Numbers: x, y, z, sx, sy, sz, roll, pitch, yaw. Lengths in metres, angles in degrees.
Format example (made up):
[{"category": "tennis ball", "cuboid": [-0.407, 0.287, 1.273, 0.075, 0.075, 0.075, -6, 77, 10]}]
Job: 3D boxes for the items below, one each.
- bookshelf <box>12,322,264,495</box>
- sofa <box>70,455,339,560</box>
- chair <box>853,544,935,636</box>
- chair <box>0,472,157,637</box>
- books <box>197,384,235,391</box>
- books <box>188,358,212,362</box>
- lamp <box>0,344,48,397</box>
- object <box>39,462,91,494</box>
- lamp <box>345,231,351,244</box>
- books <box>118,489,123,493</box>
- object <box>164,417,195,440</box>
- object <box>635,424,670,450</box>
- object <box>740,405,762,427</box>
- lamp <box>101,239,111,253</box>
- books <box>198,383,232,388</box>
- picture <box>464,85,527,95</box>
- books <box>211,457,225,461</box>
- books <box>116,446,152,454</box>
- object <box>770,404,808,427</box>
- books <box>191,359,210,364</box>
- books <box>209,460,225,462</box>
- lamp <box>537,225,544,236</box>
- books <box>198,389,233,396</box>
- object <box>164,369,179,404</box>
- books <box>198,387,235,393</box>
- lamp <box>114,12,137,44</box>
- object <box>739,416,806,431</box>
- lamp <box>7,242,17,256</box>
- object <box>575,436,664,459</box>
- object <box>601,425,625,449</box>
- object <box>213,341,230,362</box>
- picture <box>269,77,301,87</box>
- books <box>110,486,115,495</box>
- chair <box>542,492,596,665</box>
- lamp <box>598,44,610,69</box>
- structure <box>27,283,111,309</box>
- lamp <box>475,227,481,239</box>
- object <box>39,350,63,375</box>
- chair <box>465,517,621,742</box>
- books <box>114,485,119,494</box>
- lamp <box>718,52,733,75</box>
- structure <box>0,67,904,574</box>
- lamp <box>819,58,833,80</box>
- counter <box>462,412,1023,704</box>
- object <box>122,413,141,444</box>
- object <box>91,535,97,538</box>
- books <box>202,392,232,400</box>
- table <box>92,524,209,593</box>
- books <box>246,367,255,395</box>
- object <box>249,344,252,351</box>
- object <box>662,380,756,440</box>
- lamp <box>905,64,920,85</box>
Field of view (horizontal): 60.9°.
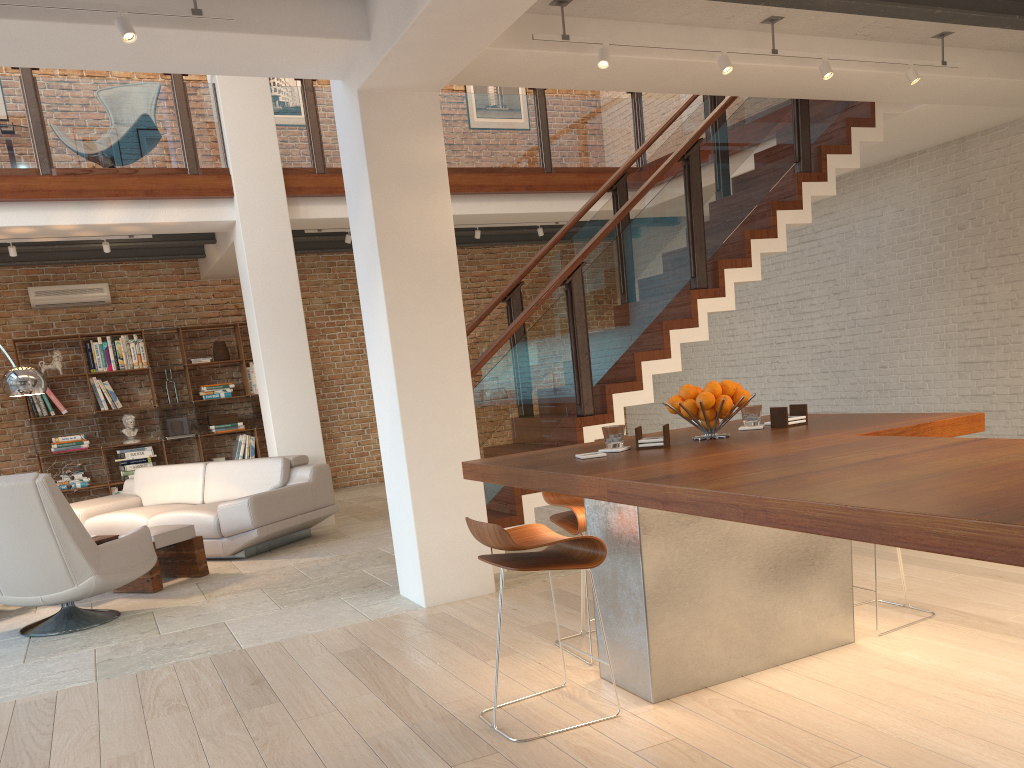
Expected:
[{"category": "bookshelf", "cuboid": [-3.967, 0.473, 10.334, 3.000, 2.253, 0.359, -8, 10, -24]}, {"category": "sofa", "cuboid": [-2.857, 1.113, 7.843, 2.339, 0.774, 1.116, -5, 4, 25]}, {"category": "chair", "cuboid": [1.604, 0.667, 3.875, 0.417, 0.793, 0.398, -10, 10, -25]}, {"category": "chair", "cuboid": [-2.838, 1.021, 5.345, 1.024, 1.040, 0.953, -7, 6, -9]}, {"category": "books", "cuboid": [-3.555, 0.045, 10.470, 0.374, 0.037, 0.243, -7, 1, -31]}, {"category": "books", "cuboid": [-3.697, -0.287, 10.318, 0.233, 0.019, 0.170, -7, 1, -32]}, {"category": "lamp", "cuboid": [-4.630, 0.511, 7.120, 2.038, 2.408, 0.309, -5, 11, 11]}, {"category": "object", "cuboid": [-3.441, 0.876, 6.589, 0.317, 0.621, 0.528, 0, 9, 35]}, {"category": "lamp", "cuboid": [-1.690, -1.506, 8.997, 0.086, 0.132, 0.058, -1, 11, 34]}, {"category": "books", "cuboid": [-4.552, 1.403, 10.207, 0.057, 0.338, 0.251, -11, 9, -26]}, {"category": "object", "cuboid": [-3.954, 0.520, 10.328, 0.332, 0.238, 0.281, -8, 5, -25]}, {"category": "object", "cuboid": [0.538, 0.201, 3.332, 0.115, 0.084, 0.091, -5, 6, 20]}, {"category": "object", "cuboid": [0.999, 0.133, 3.636, 0.090, 0.086, 0.090, -9, 6, -28]}, {"category": "lamp", "cuboid": [-3.754, -1.274, 8.064, 0.060, 0.118, 0.093, -9, 8, -19]}, {"category": "books", "cuboid": [-3.569, 0.017, 10.482, 0.351, 0.021, 0.270, -7, 1, -27]}, {"category": "picture", "cuboid": [-0.224, -4.045, 11.716, 0.903, 1.226, 0.027, -9, 11, -24]}, {"category": "books", "cuboid": [-3.581, 0.917, 10.615, 0.131, 0.034, 0.205, -7, 1, -31]}, {"category": "books", "cuboid": [-4.414, 0.769, 10.185, 0.375, 0.037, 0.242, -7, 1, -25]}, {"category": "object", "cuboid": [1.145, 0.131, 3.604, 0.113, 0.084, 0.093, -8, 6, -25]}, {"category": "books", "cuboid": [-3.687, -0.262, 10.319, 0.203, 0.034, 0.131, -7, 1, -25]}, {"category": "books", "cuboid": [-3.588, 0.944, 10.610, 0.160, 0.017, 0.250, -7, 1, -26]}, {"category": "lamp", "cuboid": [0.322, -1.739, 9.915, 0.059, 0.132, 0.084, -2, 9, 24]}, {"category": "books", "cuboid": [-3.573, 0.103, 10.490, 0.375, 0.037, 0.242, -7, 1, -25]}, {"category": "object", "cuboid": [-3.997, 0.027, 10.216, 0.120, 0.409, 0.061, -10, 11, -22]}, {"category": "books", "cuboid": [-3.557, 0.073, 10.483, 0.374, 0.018, 0.243, -7, 1, -32]}, {"category": "lamp", "cuboid": [-1.573, -1.450, 3.546, 0.086, 0.132, 0.058, -1, 11, 34]}, {"category": "object", "cuboid": [1.086, 0.161, 3.642, 0.284, 0.035, 0.204, -7, 1, -25]}, {"category": "lamp", "cuboid": [-4.437, -1.188, 7.741, 0.060, 0.132, 0.085, -10, 9, -23]}, {"category": "object", "cuboid": [0.407, 0.240, 3.321, 0.392, 0.035, 0.196, -7, 1, -21]}, {"category": "object", "cuboid": [0.392, 0.204, 3.346, 0.091, 0.086, 0.089, -7, 6, -10]}, {"category": "object", "cuboid": [-3.474, -0.387, 10.399, 0.194, 0.238, 0.188, -3, 7, 22]}, {"category": "picture", "cuboid": [-2.938, -3.731, 10.472, 0.903, 1.226, 0.027, -9, 11, -24]}, {"category": "books", "cuboid": [-4.626, 1.385, 10.161, 0.036, 0.393, 0.241, -11, 9, -26]}, {"category": "chair", "cuboid": [0.389, 0.800, 3.905, 0.400, 0.793, 0.416, -10, 10, -25]}, {"category": "lamp", "cuboid": [0.472, -1.686, 4.488, 0.059, 0.132, 0.084, -2, 9, 24]}, {"category": "structure", "cuboid": [-4.964, -0.989, 9.801, 0.803, 0.224, 0.198, -7, 6, -25]}, {"category": "lamp", "cuboid": [-0.380, -1.658, 9.601, 0.060, 0.132, 0.085, -10, 9, -23]}, {"category": "object", "cuboid": [-5.102, -0.231, 9.657, 0.250, 0.290, 0.128, -8, 9, -17]}, {"category": "chair", "cuboid": [0.080, 0.843, 3.176, 0.417, 0.793, 0.398, -10, 10, -25]}, {"category": "books", "cuboid": [-4.601, 1.382, 10.190, 0.036, 0.393, 0.241, -11, 9, -26]}, {"category": "lamp", "cuboid": [1.174, -1.767, 4.802, 0.060, 0.132, 0.085, -10, 9, -23]}, {"category": "structure", "cuboid": [0.052, -0.901, 4.742, 10.041, 4.230, 13.745, -7, 2, -25]}, {"category": "lamp", "cuboid": [1.840, -1.844, 5.107, 0.060, 0.132, 0.085, -10, 9, -23]}, {"category": "counter", "cuboid": [1.136, 0.653, 2.928, 1.667, 0.939, 2.476, -8, 2, -26]}, {"category": "object", "cuboid": [-4.441, 0.519, 10.126, 0.195, 0.358, 0.189, -8, 9, -10]}, {"category": "object", "cuboid": [-3.182, 1.140, 6.439, 0.249, 0.035, 0.265, -6, 1, 37]}, {"category": "books", "cuboid": [-3.546, 0.147, 10.500, 0.324, 0.057, 0.251, -7, 1, -15]}, {"category": "table", "cuboid": [-3.662, 1.386, 6.388, 2.215, 0.439, 1.924, -6, 1, 26]}, {"category": "books", "cuboid": [-3.214, -0.032, 10.632, 0.055, 0.337, 0.251, -11, 9, -26]}, {"category": "object", "cuboid": [-2.979, -0.439, 10.673, 0.440, 0.224, 0.425, -5, 3, 16]}, {"category": "object", "cuboid": [0.779, 0.102, 3.426, 0.364, 0.227, 0.357, -4, 4, 30]}, {"category": "lamp", "cuboid": [2.485, -1.919, 5.406, 0.086, 0.132, 0.058, -1, 11, 34]}]
